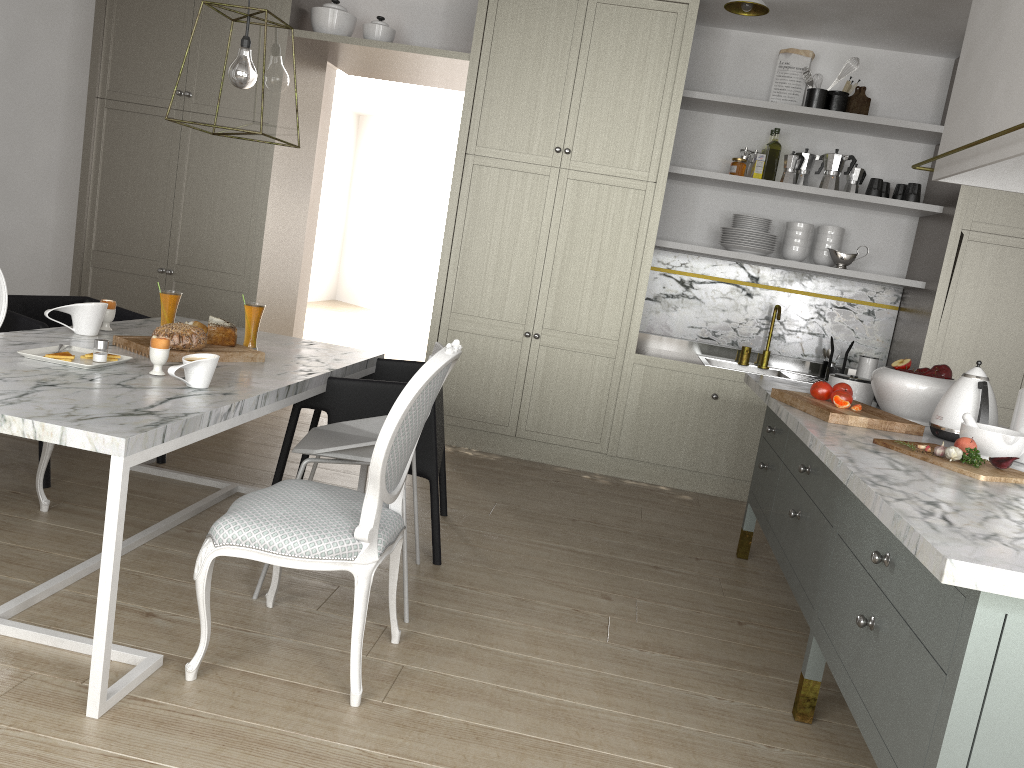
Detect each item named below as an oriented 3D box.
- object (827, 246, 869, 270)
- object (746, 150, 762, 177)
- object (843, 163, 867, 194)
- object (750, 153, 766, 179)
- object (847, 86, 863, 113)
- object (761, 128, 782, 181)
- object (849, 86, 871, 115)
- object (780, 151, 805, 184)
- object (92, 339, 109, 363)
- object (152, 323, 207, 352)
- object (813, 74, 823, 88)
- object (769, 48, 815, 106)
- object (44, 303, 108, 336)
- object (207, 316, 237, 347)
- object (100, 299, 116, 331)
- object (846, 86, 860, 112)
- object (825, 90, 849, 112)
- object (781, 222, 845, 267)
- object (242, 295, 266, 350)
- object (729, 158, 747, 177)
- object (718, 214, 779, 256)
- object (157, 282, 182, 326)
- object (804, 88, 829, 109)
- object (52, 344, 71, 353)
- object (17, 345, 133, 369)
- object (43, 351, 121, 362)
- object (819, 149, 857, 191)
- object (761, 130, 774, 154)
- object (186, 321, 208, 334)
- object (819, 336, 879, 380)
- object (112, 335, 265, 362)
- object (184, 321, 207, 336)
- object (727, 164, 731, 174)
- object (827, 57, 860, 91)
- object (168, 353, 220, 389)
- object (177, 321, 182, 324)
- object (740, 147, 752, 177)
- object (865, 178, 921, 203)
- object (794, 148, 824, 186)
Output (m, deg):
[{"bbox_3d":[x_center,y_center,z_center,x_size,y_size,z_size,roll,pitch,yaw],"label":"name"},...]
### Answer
[{"bbox_3d":[1.696,-0.647,4.504,0.210,0.135,0.102,9,8,-1],"label":"object"},{"bbox_3d":[1.267,-1.142,4.658,0.059,0.172,0.059,15,10,33],"label":"object"},{"bbox_3d":[1.746,-1.041,4.532,0.087,0.167,0.138,14,10,30],"label":"object"},{"bbox_3d":[1.271,-1.115,4.592,0.044,0.141,0.077,10,8,2],"label":"object"},{"bbox_3d":[1.764,-1.424,4.514,0.092,0.183,0.038,12,9,16],"label":"object"},{"bbox_3d":[1.331,-1.172,4.554,0.082,0.282,0.089,10,8,2],"label":"object"},{"bbox_3d":[1.770,-1.421,4.505,0.092,0.183,0.038,12,9,16],"label":"object"},{"bbox_3d":[1.399,-1.085,4.447,0.087,0.167,0.138,10,8,3],"label":"object"},{"bbox_3d":[-1.095,-0.088,2.360,0.036,0.060,0.036,2,11,-42],"label":"object"},{"bbox_3d":[-0.980,-0.142,2.623,0.157,0.075,0.151,17,11,42],"label":"object"},{"bbox_3d":[1.564,-1.515,4.530,0.050,0.148,0.085,6,9,-21],"label":"object"},{"bbox_3d":[1.442,-1.561,4.585,0.183,0.327,0.074,12,9,16],"label":"object"},{"bbox_3d":[-1.338,-0.204,2.739,0.110,0.105,0.170,14,9,26],"label":"object"},{"bbox_3d":[-0.921,-0.169,2.824,0.090,0.087,0.086,7,9,-16],"label":"object"},{"bbox_3d":[-1.323,-0.228,2.897,0.050,0.101,0.050,10,8,3],"label":"object"},{"bbox_3d":[1.751,-1.430,4.533,0.092,0.185,0.023,12,9,16],"label":"object"},{"bbox_3d":[1.645,-1.415,4.513,0.112,0.128,0.112,8,9,-10],"label":"object"},{"bbox_3d":[1.576,-0.732,4.659,0.309,0.216,0.149,9,8,-1],"label":"object"},{"bbox_3d":[-0.854,-0.196,2.918,0.071,0.188,0.071,14,9,27],"label":"object"},{"bbox_3d":[1.165,-1.110,4.577,0.078,0.101,0.078,3,11,-37],"label":"object"},{"bbox_3d":[1.228,-0.769,4.600,0.306,0.195,0.300,10,8,3],"label":"object"},{"bbox_3d":[-1.110,-0.230,2.867,0.071,0.188,0.071,14,9,27],"label":"object"},{"bbox_3d":[1.536,-1.423,4.485,0.108,0.118,0.108,9,8,-2],"label":"object"},{"bbox_3d":[-1.220,-0.091,2.400,0.032,0.013,0.132,6,9,-19],"label":"object"},{"bbox_3d":[-1.156,-0.071,2.355,0.212,0.014,0.212,10,8,6],"label":"object"},{"bbox_3d":[-1.145,-0.073,2.355,0.068,0.014,0.197,15,10,34],"label":"object"},{"bbox_3d":[1.617,-1.071,4.443,0.111,0.212,0.175,6,9,-22],"label":"object"},{"bbox_3d":[1.340,-1.183,4.635,0.066,0.282,0.066,9,8,-3],"label":"object"},{"bbox_3d":[-0.984,-0.160,2.759,0.074,0.067,0.079,6,9,-21],"label":"object"},{"bbox_3d":[1.729,-0.117,4.589,0.144,0.229,0.307,2,11,-40],"label":"object"},{"bbox_3d":[-0.990,-0.108,2.732,0.260,0.031,0.360,16,10,36],"label":"object"},{"bbox_3d":[-1.004,-0.167,2.814,0.072,0.057,0.083,7,9,-17],"label":"object"},{"bbox_3d":[1.159,-1.118,4.677,0.046,0.084,0.046,15,10,33],"label":"object"},{"bbox_3d":[1.643,-1.534,4.408,0.135,0.187,0.070,11,9,10],"label":"object"},{"bbox_3d":[-0.799,-0.031,2.240,0.089,0.085,0.138,10,8,2],"label":"object"},{"bbox_3d":[-1.027,-0.166,2.796,0.073,0.055,0.083,7,9,-17],"label":"object"},{"bbox_3d":[1.208,-1.148,4.631,0.059,0.172,0.059,6,9,-21],"label":"object"},{"bbox_3d":[1.921,-0.968,4.477,0.264,0.098,0.173,12,9,15],"label":"object"},{"bbox_3d":[1.514,-1.108,4.576,0.175,0.212,0.111,17,11,42],"label":"object"}]
